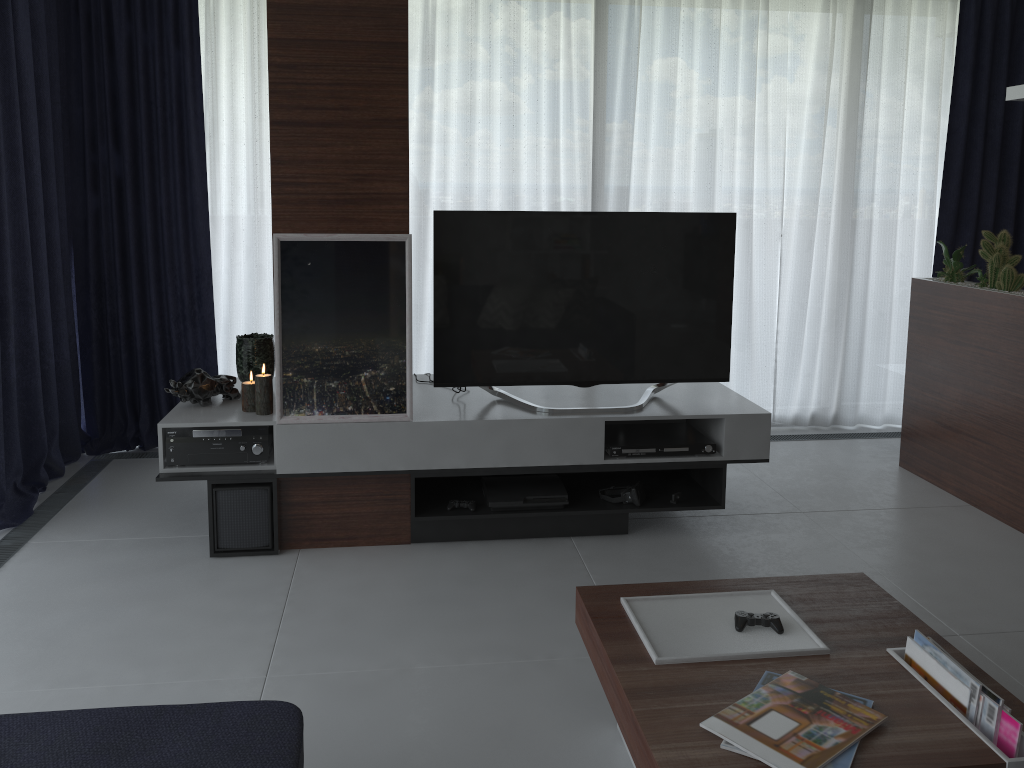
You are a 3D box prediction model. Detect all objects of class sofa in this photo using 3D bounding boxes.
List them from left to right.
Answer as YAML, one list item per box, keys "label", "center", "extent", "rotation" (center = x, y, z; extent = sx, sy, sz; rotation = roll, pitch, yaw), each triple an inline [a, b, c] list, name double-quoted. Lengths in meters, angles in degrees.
- label: "sofa"
  center: [0.107, 0.848, 1.014]
  extent: [2.872, 0.600, 1.927]
  rotation: [-1, 12, -7]

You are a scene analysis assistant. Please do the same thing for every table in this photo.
- label: "table"
  center: [0.615, 0.769, 1.990]
  extent: [0.800, 0.348, 0.817]
  rotation: [-1, 12, -7]

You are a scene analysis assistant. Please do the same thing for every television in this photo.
- label: "television"
  center: [0.297, -0.307, 3.589]
  extent: [1.230, 0.777, 0.301]
  rotation: [-1, 8, -8]

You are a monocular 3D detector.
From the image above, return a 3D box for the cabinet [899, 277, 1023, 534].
- label: "cabinet"
  center: [2.560, -0.486, 2.768]
  extent: [0.786, 2.518, 3.382]
  rotation: [0, 11, -7]

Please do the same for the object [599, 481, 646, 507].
- label: "object"
  center: [0.442, 0.433, 3.576]
  extent: [0.184, 0.078, 0.118]
  rotation: [5, 12, 22]

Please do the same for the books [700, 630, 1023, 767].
- label: "books"
  center: [4.026, 0.376, 3.569]
  extent: [8.259, 0.368, 0.409]
  rotation: [-6, 12, -28]

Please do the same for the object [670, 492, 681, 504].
- label: "object"
  center: [0.660, 0.458, 3.548]
  extent: [0.044, 0.043, 0.044]
  rotation: [-1, 10, -7]

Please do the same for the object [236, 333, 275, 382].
- label: "object"
  center: [-1.127, -0.103, 3.886]
  extent: [0.169, 0.226, 0.170]
  rotation: [-5, 11, -31]

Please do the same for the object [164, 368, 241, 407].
- label: "object"
  center: [-1.241, 0.008, 3.548]
  extent: [0.138, 0.148, 0.313]
  rotation: [8, 14, 39]

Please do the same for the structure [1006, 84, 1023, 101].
- label: "structure"
  center: [2.543, -1.553, 3.497]
  extent: [0.446, 0.750, 1.059]
  rotation: [-1, 11, -7]

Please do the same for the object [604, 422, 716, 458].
- label: "object"
  center: [0.574, 0.230, 3.633]
  extent: [0.430, 0.052, 0.340]
  rotation: [-1, 12, -7]

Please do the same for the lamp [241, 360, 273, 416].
- label: "lamp"
  center: [-0.989, 0.006, 3.428]
  extent: [0.154, 0.208, 0.078]
  rotation: [8, 11, 40]

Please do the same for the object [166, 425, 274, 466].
- label: "object"
  center: [-1.122, 0.201, 3.465]
  extent: [0.369, 0.148, 0.374]
  rotation: [-1, 12, -7]

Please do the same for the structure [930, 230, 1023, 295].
- label: "structure"
  center: [2.131, -0.536, 3.867]
  extent: [0.222, 0.282, 1.015]
  rotation: [0, 12, -5]

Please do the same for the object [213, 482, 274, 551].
- label: "object"
  center: [-1.018, 0.477, 3.408]
  extent: [0.213, 0.248, 0.258]
  rotation: [-1, 10, -8]

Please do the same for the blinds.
- label: "blinds"
  center: [0.816, -0.346, 1.532]
  extent: [5.797, 2.736, 7.240]
  rotation: [0, 12, -4]

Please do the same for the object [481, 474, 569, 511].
- label: "object"
  center: [0.047, 0.433, 3.577]
  extent: [0.314, 0.066, 0.318]
  rotation: [-1, 12, -7]

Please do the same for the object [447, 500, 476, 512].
- label: "object"
  center: [-0.196, 0.472, 3.461]
  extent: [0.112, 0.036, 0.072]
  rotation: [2, 11, 5]

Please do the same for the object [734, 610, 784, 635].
- label: "object"
  center: [0.582, 0.559, 2.092]
  extent: [0.112, 0.036, 0.072]
  rotation: [2, 11, 5]

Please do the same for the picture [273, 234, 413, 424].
- label: "picture"
  center: [-0.621, -0.205, 3.270]
  extent: [0.500, 0.692, 0.054]
  rotation: [-1, 7, -8]

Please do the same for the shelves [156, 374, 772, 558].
- label: "shelves"
  center: [-0.193, 0.289, 3.811]
  extent: [2.349, 0.493, 0.885]
  rotation: [-1, 11, -8]
